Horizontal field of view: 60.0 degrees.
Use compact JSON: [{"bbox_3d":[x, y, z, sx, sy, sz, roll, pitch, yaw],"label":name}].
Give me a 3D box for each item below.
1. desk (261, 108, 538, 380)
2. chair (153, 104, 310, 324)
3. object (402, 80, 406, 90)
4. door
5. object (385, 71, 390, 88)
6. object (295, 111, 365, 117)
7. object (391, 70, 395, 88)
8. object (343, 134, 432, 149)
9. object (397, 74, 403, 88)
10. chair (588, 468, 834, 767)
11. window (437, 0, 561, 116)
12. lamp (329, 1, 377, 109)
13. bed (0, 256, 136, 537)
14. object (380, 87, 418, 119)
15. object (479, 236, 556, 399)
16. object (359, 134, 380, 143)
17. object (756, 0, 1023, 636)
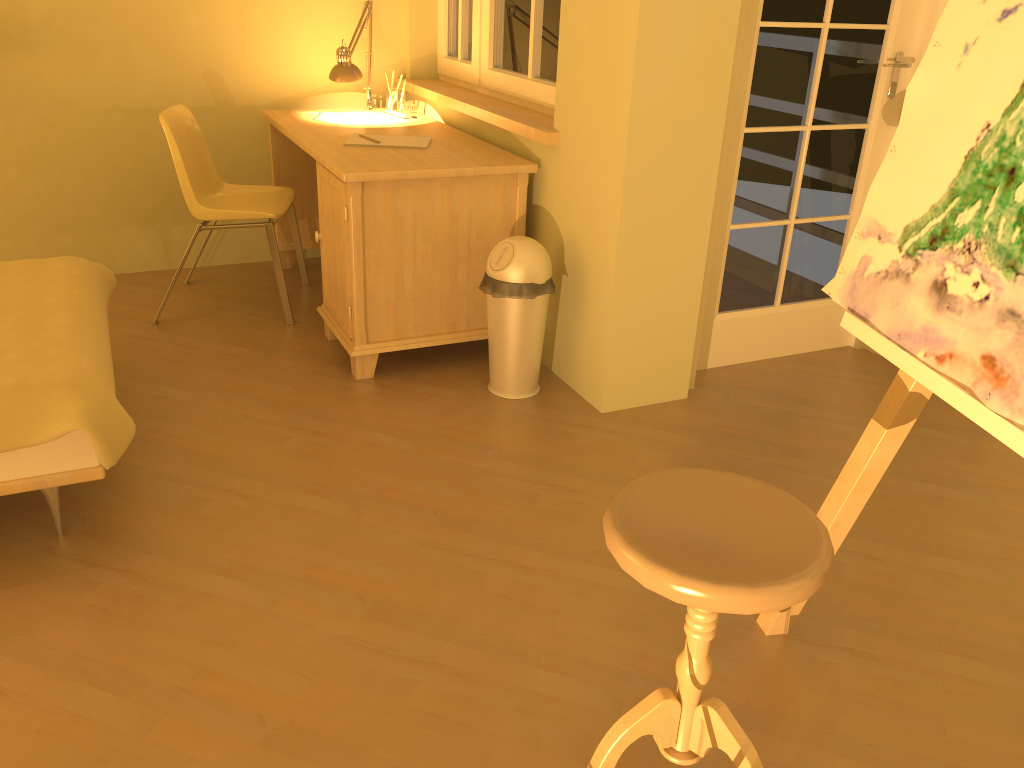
[{"bbox_3d":[-0.526,-0.651,3.613,0.684,0.720,1.396,-9,27,-23],"label":"desk"},{"bbox_3d":[-1.146,-0.702,3.584,0.546,0.785,0.531,0,25,-5],"label":"chair"},{"bbox_3d":[-0.486,-1.277,3.925,0.043,0.138,0.010,21,30,34],"label":"object"},{"bbox_3d":[1.020,-0.999,2.987,0.884,2.033,0.098,-9,27,-23],"label":"door"},{"bbox_3d":[-0.547,-1.316,3.970,0.009,0.162,0.053,22,31,36],"label":"object"},{"bbox_3d":[-0.788,-1.174,3.851,0.300,0.009,0.040,4,25,4],"label":"object"},{"bbox_3d":[-0.542,-1.322,3.985,0.034,0.165,0.009,-13,29,-30],"label":"object"},{"bbox_3d":[-0.457,-0.901,3.291,0.300,0.010,0.210,2,25,-1],"label":"object"},{"bbox_3d":[-0.516,-1.306,3.965,0.073,0.155,0.008,15,28,26],"label":"object"},{"bbox_3d":[0.298,0.461,1.479,0.364,0.551,0.348,-4,25,-13],"label":"chair"},{"bbox_3d":[-0.014,-1.732,3.359,0.142,1.263,1.486,-9,27,-23],"label":"window"},{"bbox_3d":[-0.686,-1.400,3.817,0.140,0.455,0.484,2,25,-1],"label":"lamp"},{"bbox_3d":[-2.160,-0.069,1.982,2.378,0.894,1.286,-9,27,-23],"label":"bed"},{"bbox_3d":[-0.501,-1.242,3.912,0.070,0.105,0.240,-13,29,-30],"label":"object"},{"bbox_3d":[0.018,-0.230,2.971,0.255,0.535,0.248,6,25,8],"label":"object"},{"bbox_3d":[-0.528,-0.906,3.277,0.008,0.009,0.166,-14,29,-31],"label":"object"},{"bbox_3d":[0.965,-0.157,1.418,1.132,1.896,0.972,-19,32,-38],"label":"object"}]
